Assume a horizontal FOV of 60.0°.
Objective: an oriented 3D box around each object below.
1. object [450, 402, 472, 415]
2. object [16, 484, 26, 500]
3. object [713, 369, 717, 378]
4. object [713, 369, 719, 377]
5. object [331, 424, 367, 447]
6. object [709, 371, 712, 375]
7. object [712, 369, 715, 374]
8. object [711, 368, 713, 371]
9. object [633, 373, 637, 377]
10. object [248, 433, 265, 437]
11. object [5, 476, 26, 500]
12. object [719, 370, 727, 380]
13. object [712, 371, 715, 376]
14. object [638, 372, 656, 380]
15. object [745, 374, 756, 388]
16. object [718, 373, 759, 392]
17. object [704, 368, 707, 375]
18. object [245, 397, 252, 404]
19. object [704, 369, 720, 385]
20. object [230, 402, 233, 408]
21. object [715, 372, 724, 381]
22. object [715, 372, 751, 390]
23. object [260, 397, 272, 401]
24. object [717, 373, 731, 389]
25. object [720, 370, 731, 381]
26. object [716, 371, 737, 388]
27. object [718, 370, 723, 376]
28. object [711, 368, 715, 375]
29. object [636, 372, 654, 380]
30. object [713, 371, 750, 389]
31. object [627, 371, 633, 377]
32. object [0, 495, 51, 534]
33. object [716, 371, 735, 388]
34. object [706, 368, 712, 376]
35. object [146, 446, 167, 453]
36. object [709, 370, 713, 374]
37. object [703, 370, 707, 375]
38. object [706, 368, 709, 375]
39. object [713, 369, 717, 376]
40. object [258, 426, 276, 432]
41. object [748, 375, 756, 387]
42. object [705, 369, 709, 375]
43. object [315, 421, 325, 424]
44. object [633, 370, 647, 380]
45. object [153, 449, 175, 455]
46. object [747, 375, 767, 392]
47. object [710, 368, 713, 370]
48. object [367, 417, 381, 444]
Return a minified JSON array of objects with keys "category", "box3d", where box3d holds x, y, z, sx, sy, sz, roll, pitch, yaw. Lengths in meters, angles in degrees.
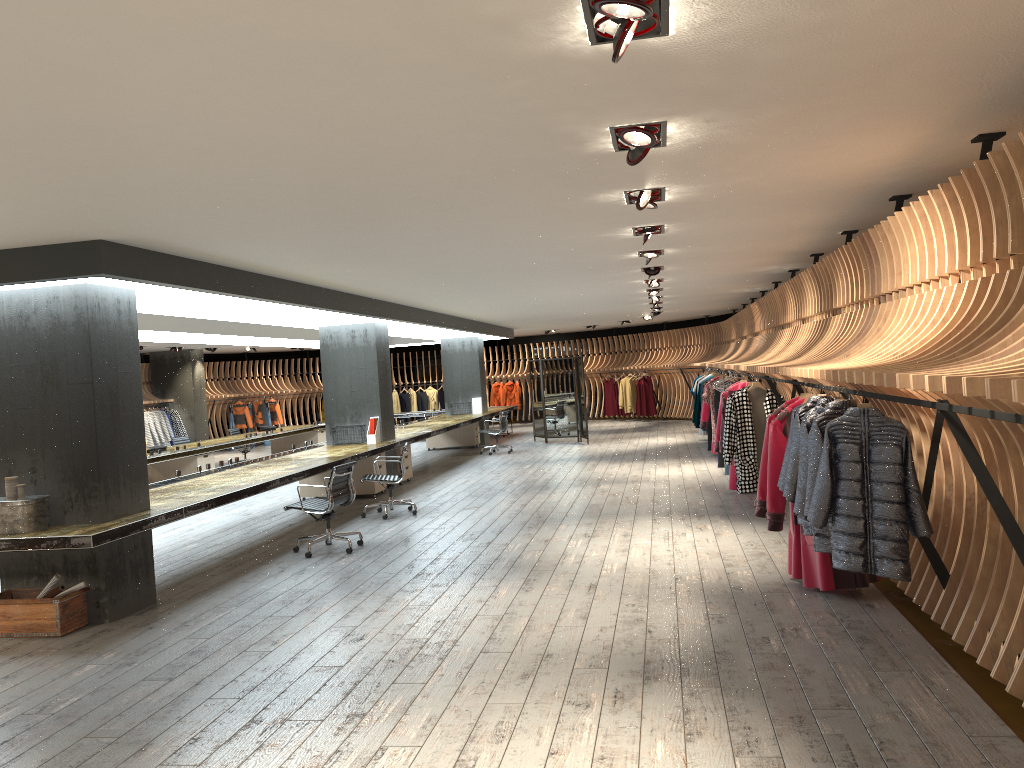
[{"category":"object","box3d":[-1.175,0.574,20.427,0.459,0.289,0.330,-4,0,12]},{"category":"object","box3d":[-3.564,0.783,6.440,0.062,0.109,0.062,-4,0,-20]},{"category":"object","box3d":[3.730,-0.135,16.055,0.525,0.270,0.012,-4,0,35]},{"category":"object","box3d":[3.773,-0.144,16.351,0.525,0.270,0.012,-4,0,20]},{"category":"object","box3d":[-2.408,0.761,13.127,0.459,0.289,0.330,-4,0,7]},{"category":"object","box3d":[4.039,-0.179,17.908,0.525,0.270,0.012,-4,0,15]},{"category":"object","box3d":[3.882,-0.158,16.980,0.525,0.270,0.012,-4,0,15]},{"category":"object","box3d":[4.074,-0.183,18.031,0.525,0.270,0.012,-4,0,10]},{"category":"object","box3d":[3.493,-0.247,25.116,0.525,0.270,0.012,-4,0,-40]},{"category":"object","box3d":[-4.912,0.982,17.047,0.302,0.071,0.209,-4,1,4]},{"category":"object","box3d":[-3.632,0.780,6.556,0.088,0.204,0.262,-4,0,8]},{"category":"object","box3d":[3.409,-0.089,14.221,0.525,0.270,0.012,-4,0,10]},{"category":"object","box3d":[3.844,-0.155,16.780,0.525,0.270,0.012,-4,0,10]},{"category":"object","box3d":[3.752,-0.255,24.687,0.525,0.270,0.012,-4,0,-15]},{"category":"object","box3d":[2.721,0.021,10.013,0.525,0.270,0.012,-4,0,30]},{"category":"object","box3d":[3.065,-0.038,11.995,0.547,0.262,0.023,-4,0,11]},{"category":"object","box3d":[4.295,-0.222,19.481,0.525,0.270,0.012,-4,0,25]},{"category":"object","box3d":[-7.508,0.502,25.210,0.023,0.243,0.549,-4,1,6]},{"category":"object","box3d":[3.689,-0.129,15.879,0.525,0.270,0.012,-4,0,15]},{"category":"object","box3d":[-7.819,0.530,24.690,0.023,0.243,0.549,-4,1,-9]},{"category":"object","box3d":[3.538,-0.106,14.857,0.525,0.270,0.012,-4,0,20]},{"category":"object","box3d":[3.068,-0.051,12.189,0.549,0.243,0.023,-4,0,11]},{"category":"object","box3d":[-7.162,0.471,25.692,0.549,0.243,0.023,-4,0,-14]},{"category":"object","box3d":[3.184,-0.069,12.889,0.549,0.243,0.023,-4,0,-29]},{"category":"object","box3d":[3.368,-0.076,14.012,0.524,0.286,0.015,-4,0,-5]},{"category":"object","box3d":[3.138,-0.059,12.627,0.549,0.243,0.023,-4,0,-19]},{"category":"object","box3d":[3.557,-0.111,15.102,0.525,0.270,0.012,-4,0,10]},{"category":"object","box3d":[3.941,-0.172,17.308,0.525,0.270,0.012,-4,0,10]},{"category":"object","box3d":[3.710,-0.253,24.779,0.525,0.270,0.012,-4,0,10]},{"category":"object","box3d":[3.162,-0.064,12.732,0.549,0.243,0.023,-4,0,16]},{"category":"object","box3d":[3.379,-0.242,25.307,0.525,0.270,0.012,-4,0,10]},{"category":"object","box3d":[-3.679,0.963,6.527,0.497,0.239,0.303,-4,0,10]},{"category":"object","box3d":[3.138,-0.051,12.505,0.548,0.256,0.023,-4,0,35]},{"category":"object","box3d":[4.086,-0.182,18.300,0.524,0.284,0.014,-4,0,20]},{"category":"object","box3d":[-5.834,1.069,14.451,0.262,0.088,0.373,-4,1,10]},{"category":"object","box3d":[4.075,-0.184,18.114,0.525,0.270,0.012,-4,0,10]},{"category":"object","box3d":[4.310,-0.225,19.617,0.525,0.270,0.012,-4,0,0]},{"category":"object","box3d":[4.181,-0.203,18.769,0.525,0.270,0.012,-4,0,15]},{"category":"object","box3d":[3.843,-0.152,16.667,0.525,0.270,0.012,-4,0,10]},{"category":"object","box3d":[-5.239,0.953,18.983,0.261,0.111,0.373,-4,1,10]},{"category":"object","box3d":[2.639,0.031,9.697,0.525,0.270,0.012,-4,0,10]},{"category":"object","box3d":[4.172,-0.197,18.879,0.523,0.288,0.015,-4,0,20]},{"category":"object","box3d":[-4.356,0.898,20.379,0.302,0.074,0.217,-4,1,4]},{"category":"object","box3d":[3.625,-0.249,24.916,0.525,0.270,0.012,-4,0,-15]},{"category":"object","box3d":[-5.450,1.065,13.873,0.302,0.074,0.217,-4,1,4]},{"category":"object","box3d":[2.628,0.034,9.516,0.525,0.270,0.012,-4,0,0]},{"category":"object","box3d":[3.979,-0.178,17.539,0.525,0.270,0.012,-4,0,15]},{"category":"object","box3d":[-2.053,0.685,13.123,0.129,0.383,0.240,-4,0,10]}]
